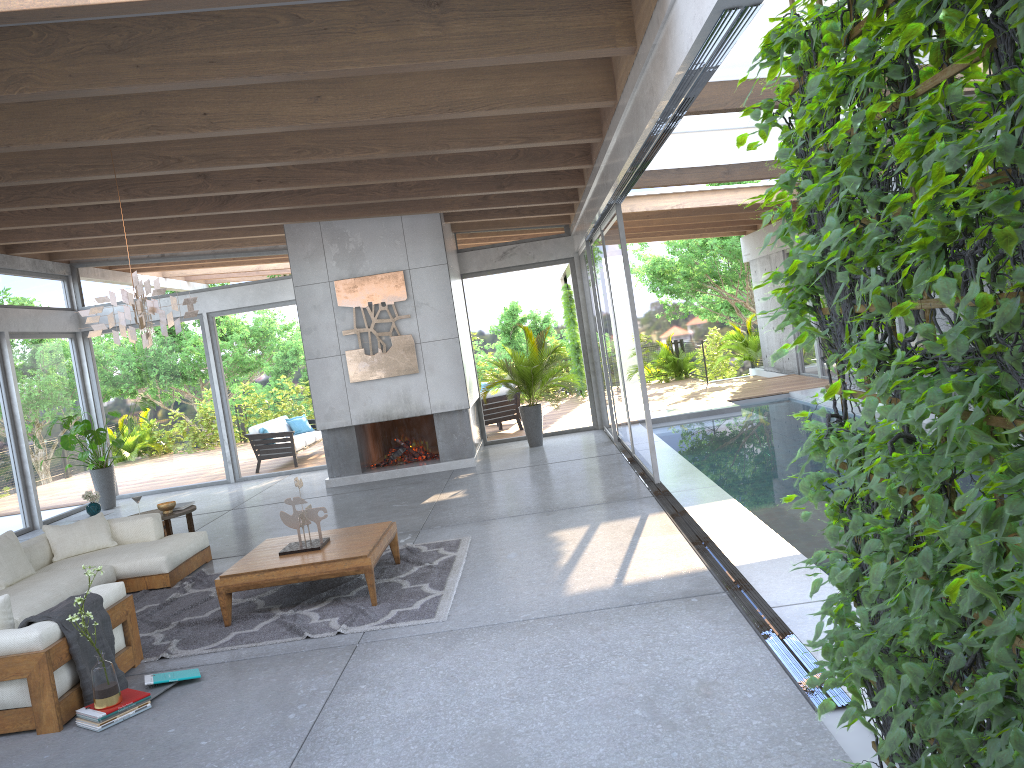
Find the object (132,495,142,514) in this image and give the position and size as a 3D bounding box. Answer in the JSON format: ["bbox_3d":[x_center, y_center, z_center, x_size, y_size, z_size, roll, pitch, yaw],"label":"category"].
[{"bbox_3d":[-3.539,1.172,8.408,0.099,0.212,0.099,-7,4,32],"label":"object"}]

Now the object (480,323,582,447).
[{"bbox_3d":[0.232,-0.004,12.808,1.484,1.819,1.798,-8,3,9],"label":"object"}]

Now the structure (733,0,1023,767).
[{"bbox_3d":[2.925,-0.475,4.991,2.739,2.687,10.282,-7,3,19],"label":"structure"}]

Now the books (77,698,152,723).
[{"bbox_3d":[-2.049,1.668,4.575,0.219,0.012,0.286,-6,4,37],"label":"books"}]

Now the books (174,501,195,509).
[{"bbox_3d":[-3.290,1.202,8.756,0.205,0.012,0.290,-8,3,7],"label":"books"}]

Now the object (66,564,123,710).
[{"bbox_3d":[-2.123,1.273,4.467,0.171,0.750,0.238,-7,3,23],"label":"object"}]

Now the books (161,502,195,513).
[{"bbox_3d":[-3.295,1.216,8.759,0.220,0.015,0.303,-8,3,1],"label":"books"}]

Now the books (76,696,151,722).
[{"bbox_3d":[-2.049,1.655,4.565,0.219,0.012,0.286,-6,4,37],"label":"books"}]

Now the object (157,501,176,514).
[{"bbox_3d":[-3.312,1.191,8.516,0.173,0.097,0.173,-10,3,-19],"label":"object"}]

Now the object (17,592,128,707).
[{"bbox_3d":[-2.535,1.572,4.886,0.857,0.704,0.472,-9,3,-2],"label":"object"}]

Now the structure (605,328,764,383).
[{"bbox_3d":[-5.179,1.294,14.790,15.587,3.022,31.708,-6,4,42],"label":"structure"}]

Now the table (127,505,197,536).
[{"bbox_3d":[-3.406,1.473,8.601,0.725,0.441,0.725,-11,4,-37],"label":"table"}]

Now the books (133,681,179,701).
[{"bbox_3d":[-1.976,1.666,4.851,0.219,0.012,0.286,-8,3,17],"label":"books"}]

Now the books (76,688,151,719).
[{"bbox_3d":[-2.053,1.643,4.568,0.219,0.012,0.286,-6,4,37],"label":"books"}]

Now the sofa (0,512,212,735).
[{"bbox_3d":[-3.259,1.488,6.347,1.965,0.777,3.733,-8,3,2],"label":"sofa"}]

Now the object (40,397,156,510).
[{"bbox_3d":[-6.041,1.050,13.010,1.416,1.540,1.731,-7,3,21],"label":"object"}]

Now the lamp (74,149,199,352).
[{"bbox_3d":[-2.736,-0.903,6.188,0.636,1.400,0.862,-11,4,-41],"label":"lamp"}]

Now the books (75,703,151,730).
[{"bbox_3d":[-2.048,1.693,4.556,0.219,0.012,0.286,-6,4,37],"label":"books"}]

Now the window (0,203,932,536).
[{"bbox_3d":[-1.767,-0.299,6.017,14.294,3.764,23.280,-8,3,2],"label":"window"}]

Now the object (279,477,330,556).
[{"bbox_3d":[-1.499,0.915,6.392,0.346,0.518,0.379,-8,3,2],"label":"object"}]

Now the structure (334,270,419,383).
[{"bbox_3d":[-1.766,-0.744,11.584,0.919,1.351,0.041,-8,3,2],"label":"structure"}]

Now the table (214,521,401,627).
[{"bbox_3d":[-1.410,1.342,6.392,1.048,0.352,1.112,-8,3,2],"label":"table"}]

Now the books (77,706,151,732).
[{"bbox_3d":[-2.046,1.705,4.562,0.219,0.012,0.286,-6,4,37],"label":"books"}]

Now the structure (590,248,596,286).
[{"bbox_3d":[1.395,-2.392,13.781,0.918,2.054,1.822,-9,3,-1],"label":"structure"}]

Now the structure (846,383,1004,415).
[{"bbox_3d":[5.437,0.404,8.014,0.477,0.068,13.673,-8,3,2],"label":"structure"}]

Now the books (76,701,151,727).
[{"bbox_3d":[-2.050,1.681,4.561,0.219,0.012,0.286,-6,4,37],"label":"books"}]

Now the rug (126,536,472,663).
[{"bbox_3d":[-1.943,1.564,6.473,3.186,0.056,2.187,-8,3,2],"label":"rug"}]

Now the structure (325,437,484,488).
[{"bbox_3d":[-1.491,0.884,12.798,2.012,0.595,2.203,-8,3,2],"label":"structure"}]

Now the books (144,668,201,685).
[{"bbox_3d":[-1.894,1.632,4.946,0.288,0.074,0.219,-10,3,-23],"label":"books"}]
